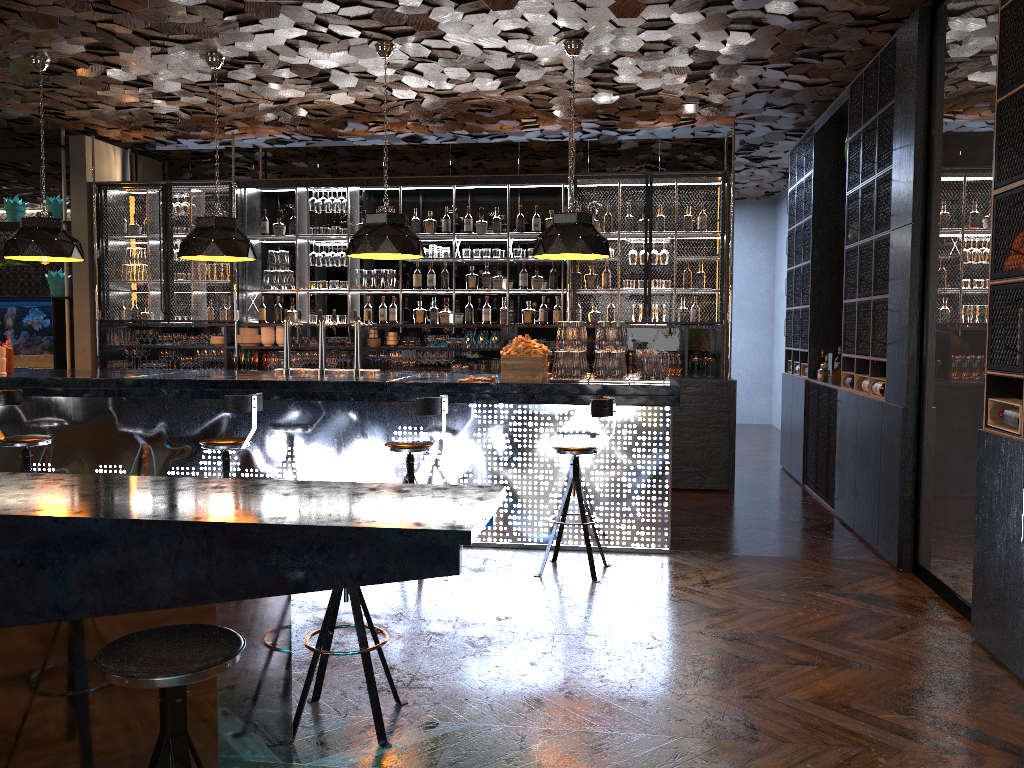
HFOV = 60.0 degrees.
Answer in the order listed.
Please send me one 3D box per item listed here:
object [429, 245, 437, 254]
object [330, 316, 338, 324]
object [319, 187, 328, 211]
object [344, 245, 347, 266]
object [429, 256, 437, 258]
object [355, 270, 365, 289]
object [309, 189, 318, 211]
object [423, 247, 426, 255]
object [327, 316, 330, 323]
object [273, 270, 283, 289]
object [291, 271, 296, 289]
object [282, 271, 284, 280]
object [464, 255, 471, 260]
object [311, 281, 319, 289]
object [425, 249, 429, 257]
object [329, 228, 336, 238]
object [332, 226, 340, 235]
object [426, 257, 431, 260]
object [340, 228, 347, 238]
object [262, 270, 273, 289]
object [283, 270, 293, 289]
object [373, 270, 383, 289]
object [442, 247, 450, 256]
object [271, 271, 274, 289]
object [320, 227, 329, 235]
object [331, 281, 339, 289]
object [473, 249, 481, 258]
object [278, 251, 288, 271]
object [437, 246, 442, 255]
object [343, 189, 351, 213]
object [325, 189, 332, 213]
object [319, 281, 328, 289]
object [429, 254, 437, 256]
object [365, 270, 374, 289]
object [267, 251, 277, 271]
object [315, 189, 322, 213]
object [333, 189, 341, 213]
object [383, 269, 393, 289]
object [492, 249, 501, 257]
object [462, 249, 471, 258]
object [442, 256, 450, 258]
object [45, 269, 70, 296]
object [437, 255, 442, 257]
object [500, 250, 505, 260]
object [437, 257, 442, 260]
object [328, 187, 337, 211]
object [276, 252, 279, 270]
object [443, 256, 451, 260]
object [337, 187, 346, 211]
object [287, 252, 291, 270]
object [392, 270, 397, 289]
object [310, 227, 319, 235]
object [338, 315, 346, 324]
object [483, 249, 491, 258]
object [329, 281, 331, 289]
[{"bbox_3d":[-0.828,-1.411,9.312,0.089,0.092,0.089,0,4,3],"label":"object"},{"bbox_3d":[-1.913,-0.691,9.554,0.089,0.092,0.089,1,4,18],"label":"object"},{"bbox_3d":[-1.996,-1.957,9.371,0.092,0.244,0.092,-2,4,-32],"label":"object"},{"bbox_3d":[-1.777,-1.393,9.544,0.092,0.244,0.092,-2,4,-32],"label":"object"},{"bbox_3d":[-0.829,-1.363,9.315,0.089,0.092,0.089,0,4,-3],"label":"object"},{"bbox_3d":[-1.608,-1.105,9.402,0.105,0.209,0.105,-2,5,-38],"label":"object"},{"bbox_3d":[-2.105,-1.958,9.385,0.092,0.244,0.092,-2,4,-32],"label":"object"},{"bbox_3d":[-0.948,-1.382,9.291,0.089,0.092,0.089,-3,5,-41],"label":"object"},{"bbox_3d":[-2.031,-0.698,9.655,0.089,0.092,0.089,-1,4,-21],"label":"object"},{"bbox_3d":[-2.527,-1.120,9.575,0.105,0.209,0.105,-2,5,-37],"label":"object"},{"bbox_3d":[-2.413,-1.125,9.660,0.105,0.209,0.105,-2,5,-37],"label":"object"},{"bbox_3d":[-2.520,-1.127,9.684,0.105,0.209,0.105,-2,5,-37],"label":"object"},{"bbox_3d":[-0.475,-1.367,9.404,0.089,0.092,0.089,-3,5,-41],"label":"object"},{"bbox_3d":[-2.122,-1.058,9.539,0.089,0.092,0.089,-1,4,-14],"label":"object"},{"bbox_3d":[-0.896,-1.392,9.443,0.089,0.092,0.089,3,4,33],"label":"object"},{"bbox_3d":[-1.933,-1.629,9.575,0.089,0.092,0.089,1,4,18],"label":"object"},{"bbox_3d":[-1.862,-1.617,9.392,0.089,0.092,0.089,-1,4,-24],"label":"object"},{"bbox_3d":[-0.896,-1.371,9.444,0.089,0.092,0.089,3,4,33],"label":"object"},{"bbox_3d":[-1.808,-1.628,9.570,0.089,0.092,0.089,-1,4,-24],"label":"object"},{"bbox_3d":[-2.645,-1.122,9.590,0.105,0.209,0.105,-2,5,-37],"label":"object"},{"bbox_3d":[-2.414,-1.118,9.548,0.105,0.209,0.105,-2,5,-37],"label":"object"},{"bbox_3d":[-1.415,-1.105,9.405,0.105,0.209,0.105,-2,5,-38],"label":"object"},{"bbox_3d":[-0.689,-1.380,9.266,0.089,0.092,0.089,0,4,-2],"label":"object"},{"bbox_3d":[-2.641,-1.129,9.708,0.105,0.209,0.105,-2,5,-37],"label":"object"},{"bbox_3d":[-1.998,-1.622,9.460,0.089,0.092,0.089,-1,4,-24],"label":"object"},{"bbox_3d":[-1.879,-1.048,9.402,0.089,0.092,0.089,0,4,-8],"label":"object"},{"bbox_3d":[-0.363,-1.356,9.237,0.089,0.092,0.089,-2,4,-29],"label":"object"},{"bbox_3d":[-2.470,-1.328,9.563,0.105,0.209,0.105,-2,5,-37],"label":"object"},{"bbox_3d":[-0.788,-1.420,9.452,0.089,0.092,0.089,3,4,33],"label":"object"},{"bbox_3d":[-1.774,-1.964,9.508,0.092,0.244,0.092,-2,4,-32],"label":"object"},{"bbox_3d":[-1.975,-1.967,9.534,0.092,0.244,0.092,-2,4,-32],"label":"object"},{"bbox_3d":[-2.013,-1.054,9.481,0.089,0.092,0.089,-1,4,-14],"label":"object"},{"bbox_3d":[-0.829,-1.385,9.314,0.089,0.092,0.089,0,4,-3],"label":"object"},{"bbox_3d":[-1.531,-1.112,9.508,0.105,0.209,0.105,-2,5,-38],"label":"object"},{"bbox_3d":[-2.587,-1.329,9.569,0.105,0.209,0.105,-2,5,-37],"label":"object"},{"bbox_3d":[-2.084,-1.968,9.548,0.092,0.244,0.092,-2,4,-32],"label":"object"},{"bbox_3d":[-1.877,-1.966,9.521,0.092,0.244,0.092,-2,4,-32],"label":"object"},{"bbox_3d":[-1.311,-1.102,9.367,0.105,0.209,0.105,-2,5,-38],"label":"object"},{"bbox_3d":[-0.159,-1.354,9.220,0.089,0.092,0.089,-3,5,-38],"label":"object"},{"bbox_3d":[-0.473,-1.357,9.239,0.089,0.092,0.089,-1,4,-21],"label":"object"},{"bbox_3d":[-0.689,-1.359,9.268,0.089,0.092,0.089,3,4,33],"label":"object"},{"bbox_3d":[-5.026,-1.118,9.829,0.265,0.325,0.245,0,4,1],"label":"object"},{"bbox_3d":[-0.789,-1.394,9.454,0.089,0.092,0.089,3,4,33],"label":"object"},{"bbox_3d":[-0.118,-1.362,9.355,0.089,0.092,0.089,-1,4,-18],"label":"object"},{"bbox_3d":[-0.789,-1.372,9.455,0.089,0.092,0.089,3,4,33],"label":"object"},{"bbox_3d":[-1.898,-1.956,9.358,0.092,0.244,0.092,-2,4,-32],"label":"object"},{"bbox_3d":[-2.578,-1.336,9.681,0.105,0.209,0.105,-2,5,-37],"label":"object"},{"bbox_3d":[-0.695,-1.368,9.409,0.089,0.092,0.089,0,4,-3],"label":"object"},{"bbox_3d":[-1.795,-1.954,9.345,0.092,0.244,0.092,-2,4,-32],"label":"object"},{"bbox_3d":[-2.463,-1.334,9.654,0.105,0.209,0.105,-2,5,-37],"label":"object"},{"bbox_3d":[-1.285,-1.108,9.472,0.105,0.209,0.105,-2,5,-38],"label":"object"},{"bbox_3d":[-2.115,-1.625,9.498,0.089,0.092,0.089,-1,4,-24],"label":"object"},{"bbox_3d":[-1.816,-0.686,9.478,0.089,0.092,0.089,1,4,18],"label":"object"},{"bbox_3d":[-0.262,-1.353,9.199,0.089,0.092,0.089,-2,4,-29],"label":"object"},{"bbox_3d":[-1.929,-1.060,9.583,0.089,0.092,0.089,3,5,39],"label":"object"}]
